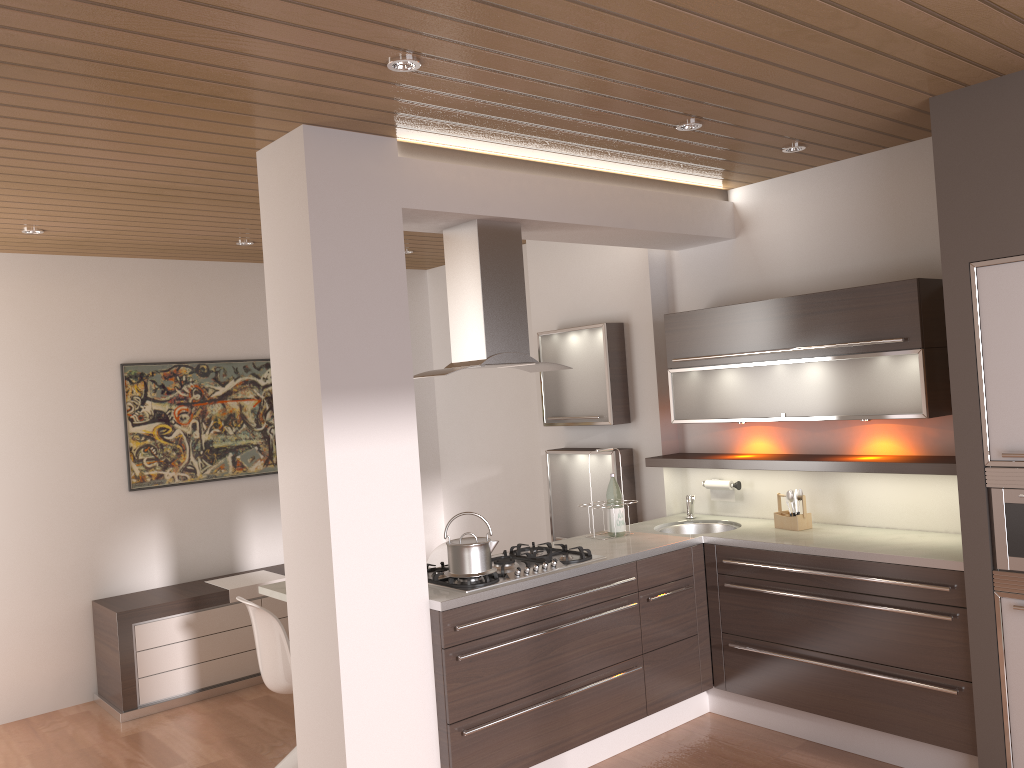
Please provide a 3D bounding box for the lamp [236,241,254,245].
[{"bbox_3d":[-1.619,-0.876,5.370,0.102,0.055,0.102,-4,0,-23],"label":"lamp"}]

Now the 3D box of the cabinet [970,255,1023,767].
[{"bbox_3d":[2.415,0.468,2.678,1.047,1.948,1.796,-4,-1,-40],"label":"cabinet"}]

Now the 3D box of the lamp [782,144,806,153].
[{"bbox_3d":[1.276,-1.090,4.020,0.102,0.055,0.102,-4,0,-12],"label":"lamp"}]

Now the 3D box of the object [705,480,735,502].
[{"bbox_3d":[1.148,0.591,4.904,0.053,0.119,0.165,-4,-1,-40],"label":"object"}]

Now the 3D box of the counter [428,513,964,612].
[{"bbox_3d":[0.774,0.778,3.799,2.150,0.036,1.850,-4,-1,-40],"label":"counter"}]

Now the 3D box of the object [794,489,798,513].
[{"bbox_3d":[1.409,0.621,4.400,0.020,0.196,0.017,-4,0,-17],"label":"object"}]

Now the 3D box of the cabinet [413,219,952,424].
[{"bbox_3d":[0.739,-0.297,3.911,2.058,1.032,1.399,-4,-1,-36],"label":"cabinet"}]

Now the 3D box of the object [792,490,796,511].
[{"bbox_3d":[1.397,0.621,4.381,0.023,0.196,0.018,-4,-1,-38],"label":"object"}]

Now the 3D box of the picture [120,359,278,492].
[{"bbox_3d":[-1.931,0.241,5.949,1.277,0.801,0.018,-4,-1,-40],"label":"picture"}]

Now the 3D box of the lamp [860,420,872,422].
[{"bbox_3d":[1.659,0.166,4.154,0.056,0.018,0.056,-4,0,22],"label":"lamp"}]

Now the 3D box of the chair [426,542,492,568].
[{"bbox_3d":[-0.340,1.331,4.873,0.491,0.847,0.608,-4,0,20],"label":"chair"}]

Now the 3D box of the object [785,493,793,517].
[{"bbox_3d":[1.380,0.632,4.399,0.044,0.178,0.019,-4,0,25],"label":"object"}]

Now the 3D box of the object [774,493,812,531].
[{"bbox_3d":[1.402,0.636,4.438,0.100,0.170,0.173,-4,0,-28],"label":"object"}]

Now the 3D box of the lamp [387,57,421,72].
[{"bbox_3d":[-0.328,-0.987,2.677,0.102,0.055,0.102,-4,-1,33],"label":"lamp"}]

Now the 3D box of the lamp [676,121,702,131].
[{"bbox_3d":[0.706,-1.053,3.543,0.102,0.055,0.102,-4,0,22],"label":"lamp"}]

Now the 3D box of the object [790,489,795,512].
[{"bbox_3d":[1.398,0.621,4.404,0.018,0.196,0.022,-4,-1,-38],"label":"object"}]

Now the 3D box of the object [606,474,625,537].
[{"bbox_3d":[0.528,0.621,4.564,0.091,0.319,0.091,-4,0,-5],"label":"object"}]

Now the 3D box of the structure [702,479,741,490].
[{"bbox_3d":[1.174,0.555,4.909,0.087,0.049,0.237,-4,-1,-40],"label":"structure"}]

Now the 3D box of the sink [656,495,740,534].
[{"bbox_3d":[0.969,0.772,4.705,0.450,0.347,0.494,-4,-1,-34],"label":"sink"}]

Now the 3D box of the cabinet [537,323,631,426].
[{"bbox_3d":[0.388,-0.045,5.396,0.619,0.600,0.172,-4,-1,36],"label":"cabinet"}]

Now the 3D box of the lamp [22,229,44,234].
[{"bbox_3d":[-2.503,-0.819,4.629,0.102,0.055,0.102,-4,-1,33],"label":"lamp"}]

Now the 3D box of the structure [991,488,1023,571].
[{"bbox_3d":[1.974,0.525,3.083,0.049,0.301,0.569,-4,-1,-40],"label":"structure"}]

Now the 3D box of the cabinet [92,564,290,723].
[{"bbox_3d":[-1.701,1.552,5.695,1.740,0.608,0.540,-4,-1,-40],"label":"cabinet"}]

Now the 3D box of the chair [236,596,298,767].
[{"bbox_3d":[-0.938,1.367,4.127,0.608,0.847,0.491,-4,-1,-35],"label":"chair"}]

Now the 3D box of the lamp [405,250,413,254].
[{"bbox_3d":[-0.734,-0.933,6.111,0.102,0.055,0.102,-4,0,-23],"label":"lamp"}]

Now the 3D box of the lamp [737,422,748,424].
[{"bbox_3d":[1.218,0.201,4.683,0.056,0.018,0.056,-4,0,22],"label":"lamp"}]

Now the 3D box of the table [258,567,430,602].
[{"bbox_3d":[-0.650,1.394,4.494,0.800,0.758,1.100,-4,-1,-40],"label":"table"}]

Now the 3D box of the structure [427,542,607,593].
[{"bbox_3d":[-0.034,0.796,3.947,0.797,0.047,0.494,-4,-1,-40],"label":"structure"}]

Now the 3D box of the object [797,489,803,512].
[{"bbox_3d":[1.424,0.616,4.396,0.042,0.192,0.040,-4,0,8],"label":"object"}]

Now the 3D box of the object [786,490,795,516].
[{"bbox_3d":[1.382,0.619,4.371,0.042,0.192,0.040,-4,0,7],"label":"object"}]

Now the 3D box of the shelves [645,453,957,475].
[{"bbox_3d":[1.463,0.389,4.399,0.313,0.050,1.850,-4,-1,-40],"label":"shelves"}]

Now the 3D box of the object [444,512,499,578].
[{"bbox_3d":[-0.181,0.656,3.683,0.221,0.251,0.221,-4,-1,43],"label":"object"}]

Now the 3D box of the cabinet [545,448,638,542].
[{"bbox_3d":[0.474,0.702,5.443,0.194,0.600,0.598,-4,-1,-40],"label":"cabinet"}]

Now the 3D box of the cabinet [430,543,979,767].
[{"bbox_3d":[0.806,1.230,3.796,2.150,0.870,1.850,-4,-1,-40],"label":"cabinet"}]

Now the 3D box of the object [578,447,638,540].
[{"bbox_3d":[0.494,0.560,4.607,0.291,0.453,0.210,-4,-1,-35],"label":"object"}]
